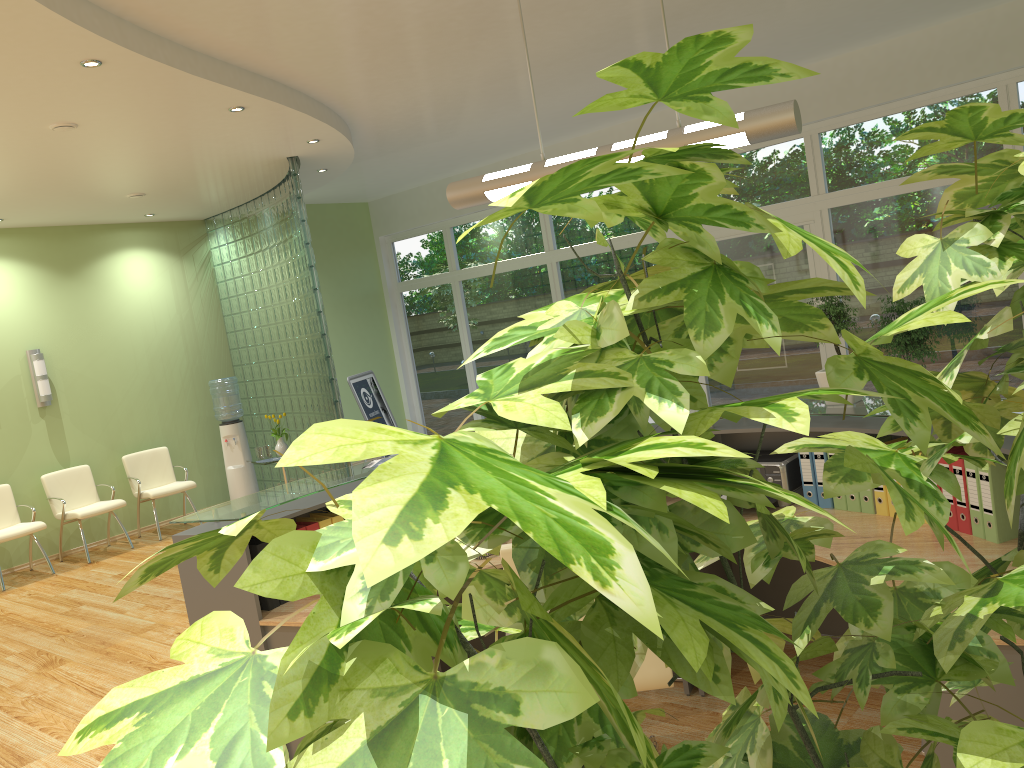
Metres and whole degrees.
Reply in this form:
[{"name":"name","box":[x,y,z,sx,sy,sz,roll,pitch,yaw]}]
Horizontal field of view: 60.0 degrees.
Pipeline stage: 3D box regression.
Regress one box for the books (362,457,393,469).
[{"name":"books","box":[-0.643,0.385,4.376,0.150,0.004,0.210,-9,5,7]}]

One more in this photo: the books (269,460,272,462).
[{"name":"books","box":[-2.422,0.773,9.138,0.150,0.004,0.210,-10,5,-13]}]

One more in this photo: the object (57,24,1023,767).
[{"name":"object","box":[0.319,0.763,0.594,0.649,1.905,0.916,-6,6,30]}]

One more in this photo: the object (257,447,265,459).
[{"name":"object","box":[-2.654,0.730,9.384,0.072,0.119,0.071,-5,7,42]}]

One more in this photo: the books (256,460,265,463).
[{"name":"books","box":[-2.508,0.786,9.157,0.150,0.004,0.210,-5,6,37]}]

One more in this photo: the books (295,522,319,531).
[{"name":"books","box":[-0.929,0.759,3.993,0.063,0.282,0.231,-14,7,-42]}]

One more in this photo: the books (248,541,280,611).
[{"name":"books","box":[-1.103,0.808,3.768,0.231,0.282,0.063,-5,7,38]}]

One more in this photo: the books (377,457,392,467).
[{"name":"books","box":[-0.608,0.380,4.365,0.150,0.004,0.210,-7,6,27]}]

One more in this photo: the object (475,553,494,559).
[{"name":"object","box":[-0.180,0.727,4.127,0.279,0.081,0.411,-9,5,2]}]

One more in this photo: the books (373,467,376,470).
[{"name":"books","box":[-0.551,0.381,4.259,0.210,0.004,0.150,-9,5,7]}]

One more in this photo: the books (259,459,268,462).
[{"name":"books","box":[-2.521,0.787,9.169,0.210,0.004,0.150,-14,7,-43]}]

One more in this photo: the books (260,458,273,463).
[{"name":"books","box":[-2.475,0.782,9.140,0.150,0.004,0.210,-8,5,17]}]

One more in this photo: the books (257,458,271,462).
[{"name":"books","box":[-2.533,0.787,9.183,0.210,0.004,0.150,-13,6,-33]}]

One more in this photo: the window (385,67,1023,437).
[{"name":"window","box":[1.985,-0.869,9.380,9.401,3.000,0.092,-5,7,42]}]

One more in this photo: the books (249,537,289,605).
[{"name":"books","box":[-1.066,0.797,3.825,0.231,0.282,0.063,-5,7,38]}]

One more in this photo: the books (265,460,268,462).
[{"name":"books","box":[-2.458,0.779,9.137,0.150,0.004,0.210,-9,5,7]}]

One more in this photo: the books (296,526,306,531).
[{"name":"books","box":[-0.979,0.773,3.938,0.231,0.282,0.063,-5,7,43]}]

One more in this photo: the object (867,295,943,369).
[{"name":"object","box":[3.353,-0.090,7.441,0.590,1.376,0.503,-8,5,12]}]

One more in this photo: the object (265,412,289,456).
[{"name":"object","box":[-2.449,0.529,9.329,0.219,0.459,0.201,-11,5,-18]}]

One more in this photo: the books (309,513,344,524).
[{"name":"books","box":[-0.846,0.739,4.070,0.233,0.282,0.062,-5,6,37]}]

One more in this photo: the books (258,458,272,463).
[{"name":"books","box":[-2.492,0.784,9.147,0.150,0.004,0.210,-7,6,27]}]

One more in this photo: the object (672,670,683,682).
[{"name":"object","box":[0.782,1.117,4.211,0.200,0.411,0.478,-7,6,27]}]

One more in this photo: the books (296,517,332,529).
[{"name":"books","box":[-0.897,0.751,4.024,0.233,0.282,0.062,-6,6,36]}]

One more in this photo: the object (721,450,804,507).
[{"name":"object","box":[1.085,0.456,4.074,0.397,0.217,0.458,-5,7,42]}]

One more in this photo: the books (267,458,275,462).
[{"name":"books","box":[-2.440,0.776,9.136,0.150,0.004,0.210,-10,5,-3]}]

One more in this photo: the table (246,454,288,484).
[{"name":"table","box":[-2.384,1.059,9.387,0.581,0.614,0.581,-13,6,-34]}]

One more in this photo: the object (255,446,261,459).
[{"name":"object","box":[-2.699,0.731,9.455,0.072,0.119,0.071,-5,7,42]}]

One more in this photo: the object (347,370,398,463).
[{"name":"object","box":[-1.643,0.500,10.469,0.606,1.285,0.848,-8,5,12]}]

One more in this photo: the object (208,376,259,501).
[{"name":"object","box":[-3.016,0.682,9.677,0.353,1.506,0.353,-14,7,-41]}]

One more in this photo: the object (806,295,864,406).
[{"name":"object","box":[1.430,-0.167,3.906,0.216,0.507,0.230,-11,6,-22]}]

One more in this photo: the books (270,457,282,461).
[{"name":"books","box":[-2.405,0.770,9.144,0.150,0.004,0.210,-11,6,-23]}]

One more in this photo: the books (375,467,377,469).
[{"name":"books","box":[-0.550,0.379,4.278,0.210,0.004,0.150,-10,5,-3]}]

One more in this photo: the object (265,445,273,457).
[{"name":"object","box":[-2.583,0.715,9.428,0.072,0.119,0.071,-5,7,42]}]

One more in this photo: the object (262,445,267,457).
[{"name":"object","box":[-2.626,0.716,9.496,0.072,0.119,0.071,-5,7,42]}]

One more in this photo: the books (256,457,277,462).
[{"name":"books","box":[-2.541,0.787,9.200,0.210,0.004,0.150,-11,6,-23]}]
